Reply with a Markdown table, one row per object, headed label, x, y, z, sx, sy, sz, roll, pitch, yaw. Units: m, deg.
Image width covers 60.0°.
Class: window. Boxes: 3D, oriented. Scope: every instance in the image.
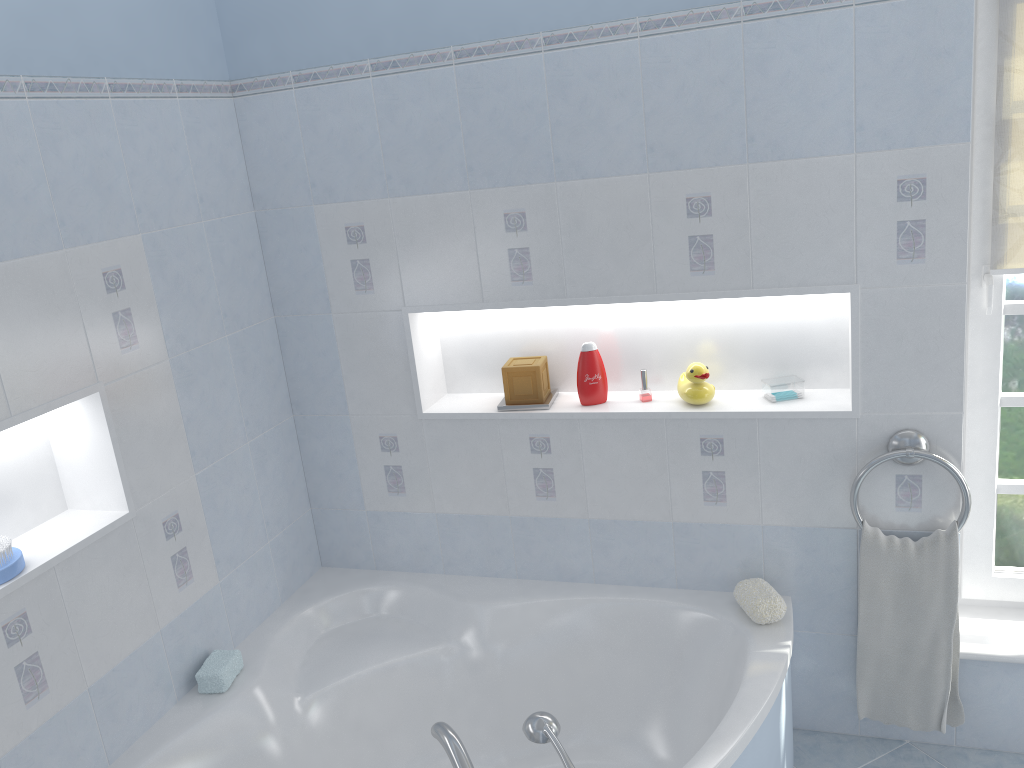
| label | x | y | z | sx | sy | sz | roll | pitch | yaw |
| --- | --- | --- | --- | --- | --- | --- | --- | --- | --- |
| window | 1.527 | -0.343 | 2.208 | 0.758 | 2.067 | 0.142 | -1 | 17 | 20 |

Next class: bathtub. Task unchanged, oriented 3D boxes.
| label | x | y | z | sx | sy | sz | roll | pitch | yaw |
| --- | --- | --- | --- | --- | --- | --- | --- | --- | --- |
| bathtub | -0.170 | 0.974 | 2.153 | 1.596 | 0.670 | 1.578 | -1 | 17 | 20 |

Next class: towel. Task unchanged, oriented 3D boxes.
| label | x | y | z | sx | sy | sz | roll | pitch | yaw |
| --- | --- | --- | --- | --- | --- | --- | --- | --- | --- |
| towel | 1.082 | 0.659 | 2.407 | 0.280 | 0.635 | 0.083 | -1 | 17 | 20 |

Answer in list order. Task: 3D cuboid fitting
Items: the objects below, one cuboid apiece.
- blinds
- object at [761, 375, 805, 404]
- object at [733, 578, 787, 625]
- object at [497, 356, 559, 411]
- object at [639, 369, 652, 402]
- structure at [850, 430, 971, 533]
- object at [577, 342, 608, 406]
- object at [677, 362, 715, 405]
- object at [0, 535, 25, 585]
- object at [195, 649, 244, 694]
| label | x | y | z | sx | sy | sz | roll | pitch | yaw |
| --- | --- | --- | --- | --- | --- | --- | --- | --- | --- |
| blinds | 1.452 | -0.773 | 2.031 | 0.598 | 1.032 | 0.046 | -1 | 17 | 20 |
| object | 0.761 | 0.014 | 2.489 | 0.102 | 0.053 | 0.072 | -8 | 16 | -4 |
| object | 0.689 | 0.602 | 2.467 | 0.105 | 0.077 | 0.165 | -9 | 16 | -8 |
| object | 0.045 | -0.007 | 2.714 | 0.160 | 0.130 | 0.160 | -3 | 16 | 14 |
| object | 0.389 | 0.004 | 2.602 | 0.030 | 0.096 | 0.030 | -9 | 16 | -8 |
| structure | 1.040 | 0.284 | 2.324 | 0.291 | 0.332 | 0.051 | -1 | 17 | 20 |
| object | 0.234 | -0.031 | 2.620 | 0.092 | 0.190 | 0.044 | -8 | 16 | -5 |
| object | 0.524 | -0.006 | 2.531 | 0.095 | 0.122 | 0.132 | -11 | 16 | -14 |
| object | -1.262 | 0.444 | 1.789 | 0.172 | 0.065 | 0.534 | 4 | 19 | 33 |
| object | -0.807 | 0.792 | 2.449 | 0.081 | 0.059 | 0.128 | -5 | 16 | 7 |
